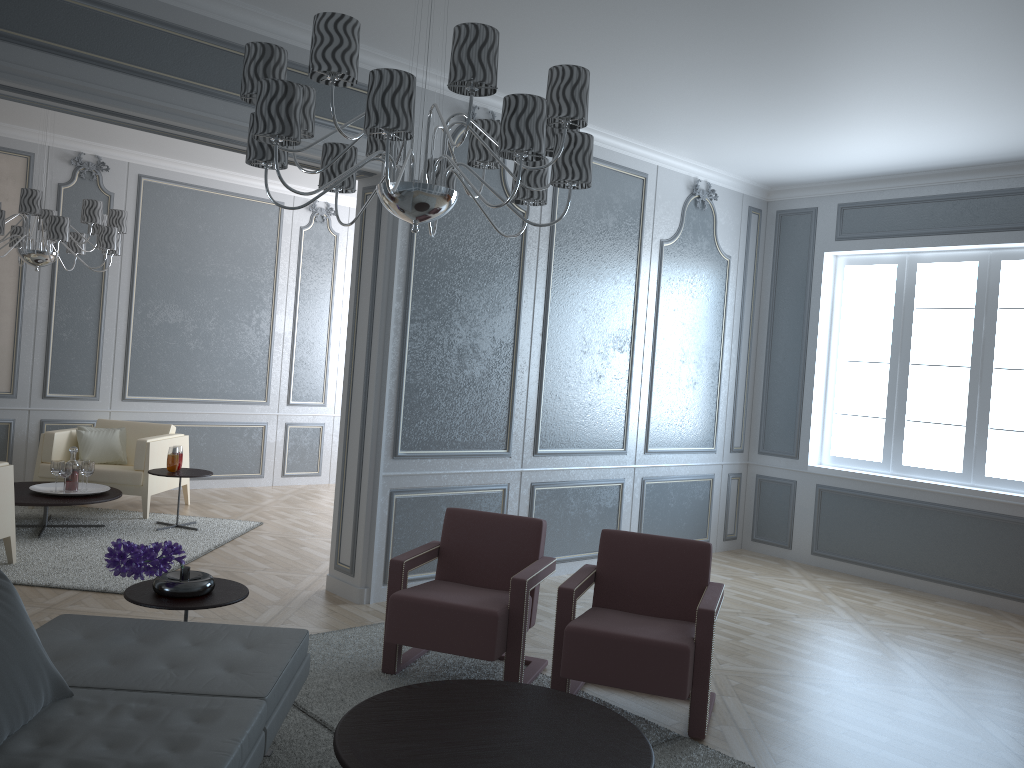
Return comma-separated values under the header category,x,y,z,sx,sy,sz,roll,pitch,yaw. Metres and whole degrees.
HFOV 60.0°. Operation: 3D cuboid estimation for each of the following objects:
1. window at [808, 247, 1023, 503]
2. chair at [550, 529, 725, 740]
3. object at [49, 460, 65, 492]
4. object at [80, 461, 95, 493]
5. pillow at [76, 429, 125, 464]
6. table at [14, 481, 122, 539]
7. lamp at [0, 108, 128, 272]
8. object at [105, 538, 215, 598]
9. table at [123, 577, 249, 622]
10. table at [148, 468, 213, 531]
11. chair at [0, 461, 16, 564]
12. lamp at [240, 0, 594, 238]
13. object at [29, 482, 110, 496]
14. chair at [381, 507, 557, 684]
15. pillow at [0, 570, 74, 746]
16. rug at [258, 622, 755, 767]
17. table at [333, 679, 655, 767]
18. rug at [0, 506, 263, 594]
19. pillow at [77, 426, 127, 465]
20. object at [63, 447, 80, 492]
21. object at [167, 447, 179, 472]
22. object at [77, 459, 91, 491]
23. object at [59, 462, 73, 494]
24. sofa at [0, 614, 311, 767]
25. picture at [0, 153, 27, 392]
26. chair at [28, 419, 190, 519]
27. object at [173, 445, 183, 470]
category,x,y,z,sx,sy,sz,roll,pitch,yaw
window,2.861,-0.103,5.931,0.349,1.581,1.601,4,1,-42
chair,0.481,0.919,3.353,0.576,0.620,0.606,5,1,18
object,-2.916,0.590,5.681,0.080,0.196,0.080,5,0,31
object,-2.747,0.602,5.735,0.080,0.196,0.080,5,0,31
pillow,-3.028,0.461,6.522,0.163,0.245,0.311,5,1,42
table,-2.979,0.807,5.669,0.882,0.239,0.883,3,2,-45
lamp,-2.899,-1.254,5.472,0.977,1.119,0.976,5,1,36
object,-1.172,0.614,2.994,0.206,0.221,0.425,5,1,18
table,-1.152,0.917,3.114,0.414,0.385,0.414,5,1,35
table,-2.243,0.783,5.971,0.414,0.385,0.414,4,1,5
chair,-3.076,0.635,4.414,0.855,0.620,0.737,4,1,3
lamp,-0.241,-0.991,2.532,0.977,1.119,0.976,5,1,36
object,-2.842,0.682,5.707,0.468,0.028,0.468,4,1,-30
chair,-0.175,0.864,3.596,0.576,0.620,0.606,5,1,18
pillow,-1.178,0.623,1.979,0.253,0.354,0.422,4,1,-5
rug,-0.144,1.204,2.450,2.017,0.010,3.206,3,2,-42
table,-0.056,1.096,2.463,0.882,0.239,0.883,4,1,-25
rug,-2.831,0.938,5.409,2.000,0.010,2.000,4,1,3
pillow,-3.050,0.458,6.608,0.351,0.276,0.184,4,1,-36
object,-2.835,0.548,5.718,0.086,0.290,0.086,4,0,-21
object,-2.272,0.506,5.941,0.075,0.165,0.075,5,0,37
object,-2.804,0.596,5.796,0.080,0.196,0.080,5,0,31
object,-2.835,0.597,5.626,0.080,0.196,0.080,4,0,-39
sofa,-1.008,0.814,1.764,0.810,0.668,2.205,4,1,-2
picture,-4.132,-0.838,6.226,1.198,1.751,0.001,4,0,-42
chair,-2.922,0.601,6.541,0.855,0.620,0.737,4,1,3
object,-2.278,0.503,6.028,0.075,0.165,0.075,4,0,7
